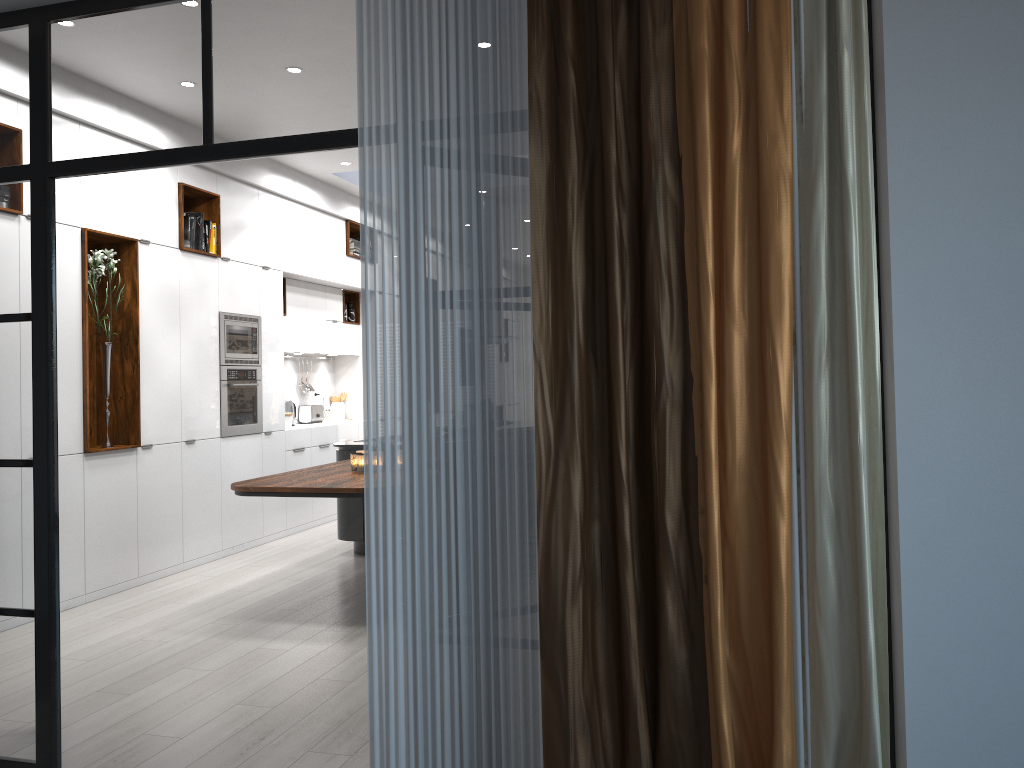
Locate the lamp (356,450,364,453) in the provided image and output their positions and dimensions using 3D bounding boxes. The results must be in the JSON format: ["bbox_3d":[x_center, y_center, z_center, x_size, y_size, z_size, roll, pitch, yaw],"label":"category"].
[{"bbox_3d":[-0.968,0.498,5.780,0.095,0.124,0.095,-2,-1,33],"label":"lamp"}]

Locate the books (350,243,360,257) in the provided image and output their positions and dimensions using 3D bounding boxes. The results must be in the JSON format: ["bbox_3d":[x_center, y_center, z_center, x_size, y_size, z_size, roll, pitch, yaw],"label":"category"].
[{"bbox_3d":[-1.766,-1.432,9.582,0.279,0.137,0.345,-1,0,11],"label":"books"}]

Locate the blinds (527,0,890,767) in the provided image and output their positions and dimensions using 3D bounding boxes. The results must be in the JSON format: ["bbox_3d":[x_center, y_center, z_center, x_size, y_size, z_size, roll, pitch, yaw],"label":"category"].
[{"bbox_3d":[0.449,-0.191,2.120,0.810,3.046,0.254,-2,-1,17],"label":"blinds"}]

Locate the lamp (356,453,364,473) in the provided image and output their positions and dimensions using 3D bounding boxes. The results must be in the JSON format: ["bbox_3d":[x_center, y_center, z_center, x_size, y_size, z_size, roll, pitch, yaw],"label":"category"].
[{"bbox_3d":[-0.944,0.502,5.594,0.078,0.120,0.078,-1,-1,-1],"label":"lamp"}]

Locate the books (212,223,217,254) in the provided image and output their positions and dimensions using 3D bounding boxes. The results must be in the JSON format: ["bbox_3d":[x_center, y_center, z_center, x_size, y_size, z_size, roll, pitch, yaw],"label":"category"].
[{"bbox_3d":[-2.452,-1.152,7.087,0.211,0.264,0.024,-1,-1,16],"label":"books"}]

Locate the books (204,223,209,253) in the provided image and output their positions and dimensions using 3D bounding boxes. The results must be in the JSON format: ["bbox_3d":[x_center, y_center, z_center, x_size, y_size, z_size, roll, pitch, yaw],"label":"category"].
[{"bbox_3d":[-2.485,-1.141,7.006,0.190,0.254,0.026,-2,-1,16],"label":"books"}]

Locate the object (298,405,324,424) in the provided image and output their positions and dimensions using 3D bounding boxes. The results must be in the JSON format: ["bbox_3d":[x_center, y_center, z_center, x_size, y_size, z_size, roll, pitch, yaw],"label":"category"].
[{"bbox_3d":[-2.107,0.317,9.332,0.176,0.195,0.260,-1,0,16],"label":"object"}]

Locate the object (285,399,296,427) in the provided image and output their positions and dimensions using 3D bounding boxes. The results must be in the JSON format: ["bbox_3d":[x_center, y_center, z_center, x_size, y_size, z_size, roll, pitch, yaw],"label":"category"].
[{"bbox_3d":[-2.220,0.285,8.771,0.220,0.270,0.179,-1,-1,-32],"label":"object"}]

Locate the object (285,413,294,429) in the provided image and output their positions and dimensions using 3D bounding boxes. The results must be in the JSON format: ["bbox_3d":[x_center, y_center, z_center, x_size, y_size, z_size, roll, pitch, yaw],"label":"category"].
[{"bbox_3d":[-2.222,0.347,8.214,0.380,0.148,0.263,-1,0,16],"label":"object"}]

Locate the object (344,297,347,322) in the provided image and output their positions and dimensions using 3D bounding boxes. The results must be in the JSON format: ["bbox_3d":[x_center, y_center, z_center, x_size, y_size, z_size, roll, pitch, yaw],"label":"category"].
[{"bbox_3d":[-1.874,-0.816,9.739,0.124,0.275,0.124,-1,-1,4],"label":"object"}]

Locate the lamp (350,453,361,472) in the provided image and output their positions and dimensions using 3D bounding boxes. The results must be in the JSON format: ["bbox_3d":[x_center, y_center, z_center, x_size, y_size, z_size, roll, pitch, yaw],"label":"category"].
[{"bbox_3d":[-0.996,0.502,5.677,0.078,0.120,0.078,-1,-1,-1],"label":"lamp"}]

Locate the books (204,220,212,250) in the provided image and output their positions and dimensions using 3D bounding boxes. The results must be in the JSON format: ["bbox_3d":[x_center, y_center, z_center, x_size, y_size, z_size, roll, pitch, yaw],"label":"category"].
[{"bbox_3d":[-2.489,-1.168,7.035,0.238,0.288,0.030,-1,-1,16],"label":"books"}]

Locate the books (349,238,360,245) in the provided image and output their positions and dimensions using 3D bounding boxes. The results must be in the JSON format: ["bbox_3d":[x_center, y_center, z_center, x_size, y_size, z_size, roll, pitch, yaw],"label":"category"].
[{"bbox_3d":[-1.794,-1.524,9.570,0.250,0.047,0.307,-1,0,12],"label":"books"}]

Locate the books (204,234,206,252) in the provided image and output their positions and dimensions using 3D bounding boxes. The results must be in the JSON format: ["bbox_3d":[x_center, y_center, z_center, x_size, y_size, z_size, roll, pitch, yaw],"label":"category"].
[{"bbox_3d":[-2.519,-1.157,6.987,0.230,0.296,0.030,-1,-1,16],"label":"books"}]

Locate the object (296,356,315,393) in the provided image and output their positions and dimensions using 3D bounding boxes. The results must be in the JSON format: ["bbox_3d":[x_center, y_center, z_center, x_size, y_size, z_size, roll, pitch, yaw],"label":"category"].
[{"bbox_3d":[-2.179,-0.097,9.333,0.069,0.389,0.320,-2,-1,17],"label":"object"}]

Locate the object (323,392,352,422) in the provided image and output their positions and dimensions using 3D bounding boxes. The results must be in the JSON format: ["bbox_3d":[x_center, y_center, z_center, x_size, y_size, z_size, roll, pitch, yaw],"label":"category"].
[{"bbox_3d":[-1.948,0.252,9.858,0.221,0.316,0.330,-2,-1,16],"label":"object"}]

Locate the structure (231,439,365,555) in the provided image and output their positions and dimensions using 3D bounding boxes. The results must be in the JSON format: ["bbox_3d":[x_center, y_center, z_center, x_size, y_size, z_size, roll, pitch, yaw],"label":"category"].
[{"bbox_3d":[-0.542,0.896,7.625,1.377,0.887,5.639,-1,0,16],"label":"structure"}]

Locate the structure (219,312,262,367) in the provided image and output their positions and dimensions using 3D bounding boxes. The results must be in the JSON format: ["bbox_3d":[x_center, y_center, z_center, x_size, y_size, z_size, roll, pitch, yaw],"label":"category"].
[{"bbox_3d":[-2.459,-0.358,7.419,0.458,0.430,0.595,-1,0,16],"label":"structure"}]

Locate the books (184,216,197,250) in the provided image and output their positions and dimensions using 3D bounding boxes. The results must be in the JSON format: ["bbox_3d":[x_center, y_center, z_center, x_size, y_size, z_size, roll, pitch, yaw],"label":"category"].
[{"bbox_3d":[-2.543,-1.157,6.821,0.236,0.278,0.106,-1,-1,16],"label":"books"}]

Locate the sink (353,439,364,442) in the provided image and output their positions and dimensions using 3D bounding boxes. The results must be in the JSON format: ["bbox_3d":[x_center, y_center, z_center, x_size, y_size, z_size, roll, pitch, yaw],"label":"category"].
[{"bbox_3d":[-0.958,0.534,7.524,0.485,0.153,0.738,-1,0,16],"label":"sink"}]

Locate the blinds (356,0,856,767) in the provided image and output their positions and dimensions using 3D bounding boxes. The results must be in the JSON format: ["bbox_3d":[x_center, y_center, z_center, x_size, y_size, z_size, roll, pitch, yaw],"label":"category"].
[{"bbox_3d":[0.203,-0.179,2.297,1.300,3.070,0.052,-2,-1,16],"label":"blinds"}]

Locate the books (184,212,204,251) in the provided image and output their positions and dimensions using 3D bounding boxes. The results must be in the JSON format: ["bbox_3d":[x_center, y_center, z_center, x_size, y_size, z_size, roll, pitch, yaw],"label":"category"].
[{"bbox_3d":[-2.515,-1.181,6.893,0.268,0.321,0.047,-1,-1,16],"label":"books"}]

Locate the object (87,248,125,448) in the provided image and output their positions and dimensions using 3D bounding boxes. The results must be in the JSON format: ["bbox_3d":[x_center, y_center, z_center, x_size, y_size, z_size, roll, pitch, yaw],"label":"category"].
[{"bbox_3d":[-2.722,-0.247,5.917,0.267,1.343,0.268,-2,-2,42],"label":"object"}]

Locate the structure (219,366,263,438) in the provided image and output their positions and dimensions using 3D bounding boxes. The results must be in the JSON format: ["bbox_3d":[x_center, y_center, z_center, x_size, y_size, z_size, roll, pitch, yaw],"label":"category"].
[{"bbox_3d":[-2.430,0.142,7.402,0.495,0.571,0.595,-1,-1,16],"label":"structure"}]

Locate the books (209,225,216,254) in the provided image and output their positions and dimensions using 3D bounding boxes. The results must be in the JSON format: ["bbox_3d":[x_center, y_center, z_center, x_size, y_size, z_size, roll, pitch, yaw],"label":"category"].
[{"bbox_3d":[-2.446,-1.142,7.056,0.184,0.245,0.033,-2,-1,16],"label":"books"}]

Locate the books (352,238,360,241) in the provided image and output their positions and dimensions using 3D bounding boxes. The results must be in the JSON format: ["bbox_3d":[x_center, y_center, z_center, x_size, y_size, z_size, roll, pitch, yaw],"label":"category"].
[{"bbox_3d":[-1.693,-1.480,9.783,0.197,0.269,0.026,-2,-1,16],"label":"books"}]

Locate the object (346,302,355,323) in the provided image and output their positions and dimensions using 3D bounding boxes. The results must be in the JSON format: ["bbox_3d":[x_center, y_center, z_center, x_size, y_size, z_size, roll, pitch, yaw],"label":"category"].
[{"bbox_3d":[-1.819,-0.796,9.926,0.123,0.231,0.123,-2,-1,17],"label":"object"}]
